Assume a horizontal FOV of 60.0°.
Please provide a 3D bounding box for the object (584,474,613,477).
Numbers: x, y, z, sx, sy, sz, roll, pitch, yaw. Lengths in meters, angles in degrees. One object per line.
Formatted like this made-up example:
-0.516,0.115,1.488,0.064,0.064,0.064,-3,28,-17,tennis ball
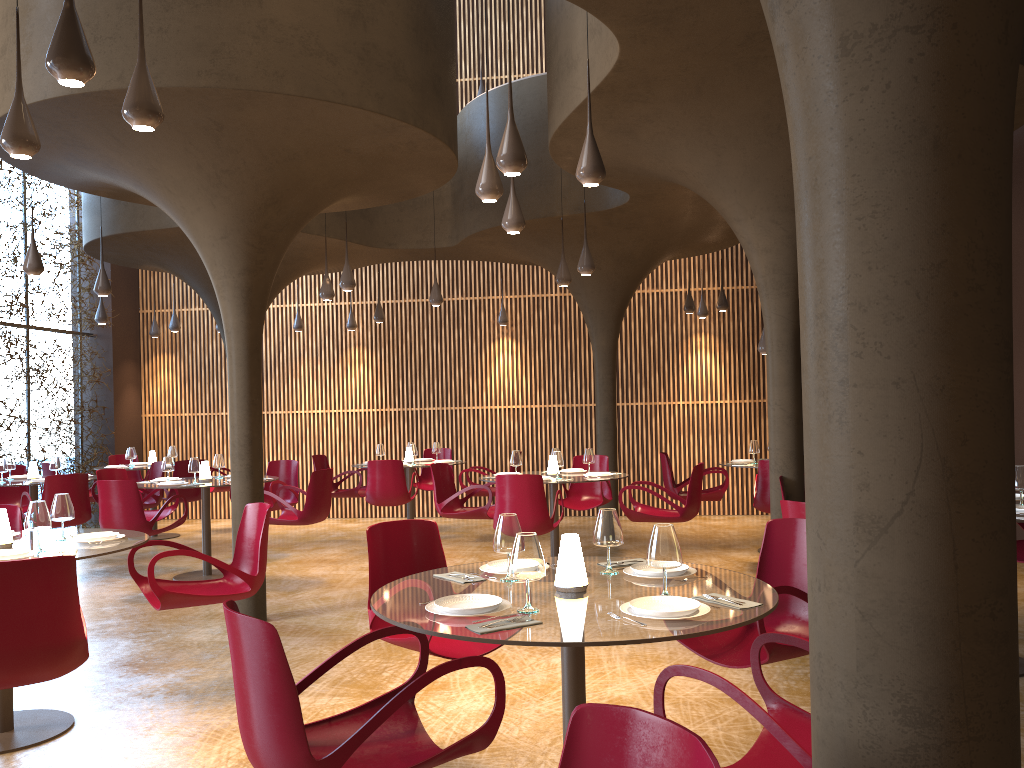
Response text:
0.949,1.004,9.765,0.332,0.014,0.332,-3,-2,41,object

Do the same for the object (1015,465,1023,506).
3.485,0.707,6.071,0.142,0.295,0.142,-1,0,-8,object

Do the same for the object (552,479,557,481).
0.274,1.012,9.426,0.411,0.012,0.204,-2,-2,18,object

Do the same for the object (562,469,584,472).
0.714,1.018,10.407,0.263,0.029,0.263,-2,-2,9,object

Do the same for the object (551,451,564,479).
0.487,0.872,9.523,0.142,0.295,0.142,-1,0,-1,object

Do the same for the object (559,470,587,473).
0.715,1.027,10.407,0.332,0.014,0.332,-1,-2,-10,object

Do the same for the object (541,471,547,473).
0.434,1.044,10.520,0.126,0.017,0.262,-2,-2,18,object

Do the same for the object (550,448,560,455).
0.508,0.892,10.294,0.142,0.295,0.142,-2,0,40,object

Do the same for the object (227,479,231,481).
-3.128,1.114,10.271,0.332,0.014,0.332,-3,-2,38,object

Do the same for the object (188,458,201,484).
-3.591,0.982,10.029,0.142,0.295,0.142,-1,0,-1,object

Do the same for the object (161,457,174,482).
-4.033,1.002,10.387,0.142,0.295,0.142,-1,0,-44,object

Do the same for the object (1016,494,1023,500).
3.715,0.844,6.616,0.263,0.029,0.263,0,-2,-33,object

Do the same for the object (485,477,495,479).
-0.184,1.040,9.827,0.262,0.017,0.126,-2,-2,24,object

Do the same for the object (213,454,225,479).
-3.570,1.002,10.800,0.142,0.295,0.142,-1,0,-5,object

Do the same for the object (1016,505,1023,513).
3.436,0.829,5.844,0.263,0.029,0.263,-1,-2,-7,object

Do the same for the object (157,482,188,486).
-3.799,1.121,9.931,0.332,0.014,0.332,-1,-2,0,object

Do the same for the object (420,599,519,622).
-0.170,0.859,3.412,0.204,0.012,0.411,0,-2,-35,object

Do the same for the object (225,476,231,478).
-3.363,1.137,10.913,0.332,0.014,0.332,-1,-2,-10,object

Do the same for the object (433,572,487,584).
-0.241,0.884,4.044,0.126,0.017,0.262,0,-2,-37,object

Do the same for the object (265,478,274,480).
-2.971,1.125,10.529,0.262,0.017,0.126,-2,-2,28,object

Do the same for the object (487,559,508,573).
0.012,0.866,4.209,0.263,0.029,0.263,-3,-2,44,object

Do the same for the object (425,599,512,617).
-0.167,0.858,3.408,0.332,0.014,0.332,-1,-2,5,object

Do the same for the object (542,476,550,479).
0.279,1.001,9.425,0.263,0.029,0.263,-2,-2,26,object

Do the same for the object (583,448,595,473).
0.868,0.875,9.985,0.142,0.295,0.142,-1,0,-18,object

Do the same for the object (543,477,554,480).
0.279,1.011,9.425,0.332,0.014,0.332,-1,-2,-3,object

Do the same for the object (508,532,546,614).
0.058,0.714,3.361,0.142,0.295,0.142,-1,0,2,object

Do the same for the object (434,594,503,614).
-0.168,0.848,3.408,0.263,0.029,0.263,-3,-2,43,object

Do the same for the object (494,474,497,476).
-0.044,1.037,10.095,0.332,0.014,0.332,-2,-2,34,object

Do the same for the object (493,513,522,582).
-0.015,0.733,3.977,0.142,0.295,0.142,-1,0,-26,object

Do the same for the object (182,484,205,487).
-3.527,1.118,9.798,0.126,0.017,0.262,-2,-2,23,object

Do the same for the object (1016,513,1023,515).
3.432,0.840,5.841,0.410,0.012,0.204,0,-2,-34,object

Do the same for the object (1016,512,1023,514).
3.436,0.839,5.844,0.332,0.014,0.332,-1,-2,-10,object

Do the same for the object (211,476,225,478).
-3.643,1.154,11.026,0.126,0.017,0.262,-2,-2,18,object

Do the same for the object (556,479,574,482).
0.551,1.008,9.292,0.126,0.017,0.262,-2,-2,23,object

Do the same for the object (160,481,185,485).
-3.799,1.111,9.931,0.263,0.029,0.263,-2,-2,16,object

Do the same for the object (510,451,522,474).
0.045,0.892,9.881,0.142,0.295,0.142,-1,0,-44,object

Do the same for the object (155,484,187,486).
-3.803,1.122,9.932,0.411,0.012,0.204,-2,-2,18,object

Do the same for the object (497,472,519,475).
-0.045,1.027,10.095,0.263,0.029,0.263,-2,-2,15,object

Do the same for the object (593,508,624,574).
0.444,0.725,4.095,0.142,0.295,0.142,-2,0,39,object

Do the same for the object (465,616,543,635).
-0.028,0.854,3.140,0.262,0.017,0.126,0,-2,-31,object

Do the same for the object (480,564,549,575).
0.012,0.875,4.209,0.332,0.014,0.332,-2,-2,15,object

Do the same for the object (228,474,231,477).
-3.363,1.128,10.913,0.263,0.029,0.263,-2,-2,9,object

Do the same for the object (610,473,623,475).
1.107,1.015,10.023,0.262,0.017,0.126,-2,-2,28,object

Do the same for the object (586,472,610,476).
0.949,0.995,9.765,0.263,0.029,0.263,-2,-2,15,object

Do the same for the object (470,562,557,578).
0.015,0.877,4.212,0.410,0.012,0.204,0,-2,-41,object
